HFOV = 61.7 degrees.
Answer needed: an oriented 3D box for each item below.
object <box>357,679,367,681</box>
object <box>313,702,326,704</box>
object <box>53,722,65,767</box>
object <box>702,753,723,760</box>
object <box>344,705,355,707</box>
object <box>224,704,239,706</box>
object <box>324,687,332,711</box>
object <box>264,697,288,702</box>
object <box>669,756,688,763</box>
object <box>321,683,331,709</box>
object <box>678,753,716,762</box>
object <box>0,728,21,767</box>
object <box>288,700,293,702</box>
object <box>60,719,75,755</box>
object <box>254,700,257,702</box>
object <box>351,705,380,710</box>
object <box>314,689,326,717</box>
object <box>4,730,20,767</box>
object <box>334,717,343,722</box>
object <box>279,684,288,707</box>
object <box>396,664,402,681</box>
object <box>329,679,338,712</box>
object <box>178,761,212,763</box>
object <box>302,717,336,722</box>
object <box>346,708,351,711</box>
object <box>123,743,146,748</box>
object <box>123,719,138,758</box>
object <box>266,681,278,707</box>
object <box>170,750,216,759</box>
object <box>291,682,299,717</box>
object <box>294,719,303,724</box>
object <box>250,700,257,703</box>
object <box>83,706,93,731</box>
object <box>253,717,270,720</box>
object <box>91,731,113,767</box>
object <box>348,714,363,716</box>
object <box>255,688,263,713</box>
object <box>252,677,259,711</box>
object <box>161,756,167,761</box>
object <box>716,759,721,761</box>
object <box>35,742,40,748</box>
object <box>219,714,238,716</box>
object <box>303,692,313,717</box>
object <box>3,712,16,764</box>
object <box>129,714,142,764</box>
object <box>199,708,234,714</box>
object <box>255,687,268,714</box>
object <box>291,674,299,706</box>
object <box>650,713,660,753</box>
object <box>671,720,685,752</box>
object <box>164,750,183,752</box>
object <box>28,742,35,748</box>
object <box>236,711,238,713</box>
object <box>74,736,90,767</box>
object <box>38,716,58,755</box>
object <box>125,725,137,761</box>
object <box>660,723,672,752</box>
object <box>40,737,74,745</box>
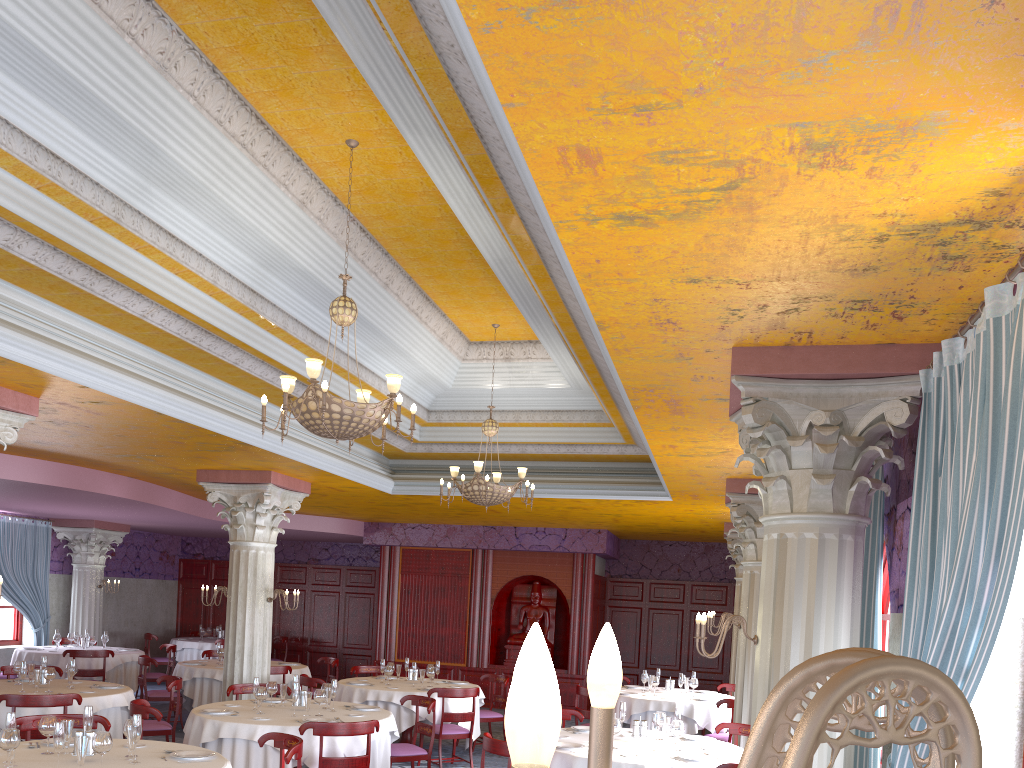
[{"bbox_3d":[-2.107,4.173,12.074,0.160,0.009,0.161,10,-16,-25],"label":"object"},{"bbox_3d":[-2.101,3.496,9.385,0.158,0.009,0.164,-1,-14,14],"label":"object"},{"bbox_3d":[-2.831,2.280,5.349,0.074,0.334,0.073,3,0,-40],"label":"object"},{"bbox_3d":[1.692,3.145,7.231,0.055,0.019,0.261,9,-15,-25],"label":"object"},{"bbox_3d":[-1.697,3.480,9.261,0.259,0.019,0.055,10,-14,-27],"label":"object"},{"bbox_3d":[-2.892,3.320,8.849,0.160,0.009,0.161,10,-16,-25],"label":"object"},{"bbox_3d":[-1.906,3.270,8.898,0.085,0.236,0.086,3,-1,17],"label":"object"},{"bbox_3d":[-2.611,3.453,9.351,0.313,0.024,0.322,4,-14,-6],"label":"object"},{"bbox_3d":[1.364,3.077,7.015,0.028,0.013,0.236,9,-15,-29],"label":"object"},{"bbox_3d":[-1.950,3.282,9.006,0.122,0.263,0.124,2,-2,28],"label":"object"},{"bbox_3d":[1.532,3.099,7.092,0.312,0.024,0.323,0,-14,14],"label":"object"},{"bbox_3d":[-3.181,2.313,5.414,0.122,0.263,0.123,3,-2,5],"label":"object"},{"bbox_3d":[-2.444,3.487,9.428,0.028,0.013,0.236,9,-15,-29],"label":"object"},{"bbox_3d":[-3.129,2.482,6.022,0.085,0.236,0.086,3,-1,17],"label":"object"},{"bbox_3d":[-2.740,3.428,9.235,0.022,0.003,0.257,11,-16,-30],"label":"object"},{"bbox_3d":[-1.558,3.445,9.101,0.315,0.024,0.320,-10,-19,42],"label":"object"},{"bbox_3d":[-1.896,3.143,8.443,0.123,0.263,0.122,4,-2,-17],"label":"object"},{"bbox_3d":[-3.227,2.351,5.522,0.085,0.236,0.086,2,-1,39],"label":"object"},{"bbox_3d":[-1.649,3.212,8.185,0.055,0.019,0.261,9,-15,-25],"label":"object"},{"bbox_3d":[-2.405,3.269,8.996,0.085,0.236,0.086,3,-1,17],"label":"object"},{"bbox_3d":[-1.620,4.122,12.221,0.085,0.236,0.086,2,-1,39],"label":"object"},{"bbox_3d":[-1.829,3.199,8.791,0.074,0.334,0.073,3,0,-17],"label":"object"},{"bbox_3d":[-2.205,2.626,5.959,0.235,0.013,0.028,12,-14,-31],"label":"object"},{"bbox_3d":[-1.809,3.166,8.046,0.312,0.024,0.323,0,-14,14],"label":"object"},{"bbox_3d":[-1.710,3.410,8.969,0.030,0.010,0.141,9,-15,-27],"label":"object"},{"bbox_3d":[-2.825,2.709,6.411,0.159,0.009,0.163,-6,-17,33],"label":"object"},{"bbox_3d":[-2.674,2.495,6.032,0.122,0.263,0.124,2,-2,28],"label":"object"},{"bbox_3d":[-2.512,3.239,8.950,0.123,0.263,0.122,4,-2,-17],"label":"object"},{"bbox_3d":[-2.282,2.658,6.127,0.312,0.024,0.323,0,-14,14],"label":"object"},{"bbox_3d":[-2.107,3.066,8.323,0.074,0.334,0.073,3,0,-40],"label":"object"},{"bbox_3d":[-1.977,3.144,7.969,0.028,0.013,0.236,9,-15,-29],"label":"object"},{"bbox_3d":[-2.771,3.412,9.212,0.055,0.019,0.261,9,-15,-25],"label":"object"},{"bbox_3d":[-3.020,2.458,6.095,0.074,0.334,0.073,3,0,-40],"label":"object"},{"bbox_3d":[-2.357,3.148,8.058,0.161,0.009,0.161,13,-17,-35],"label":"object"},{"bbox_3d":[-2.620,2.356,5.469,0.122,0.263,0.124,2,-2,28],"label":"object"},{"bbox_3d":[-1.566,3.324,8.594,0.161,0.009,0.161,13,-17,-35],"label":"object"},{"bbox_3d":[-2.503,3.138,8.496,0.085,0.236,0.086,2,-1,39],"label":"object"},{"bbox_3d":[-2.575,3.112,8.601,0.074,0.334,0.074,3,0,5],"label":"object"},{"bbox_3d":[-2.434,2.624,5.995,0.030,0.010,0.141,9,-15,-27],"label":"object"},{"bbox_3d":[1.660,3.146,7.209,0.022,0.003,0.257,11,-16,-30],"label":"object"},{"bbox_3d":[-3.464,2.641,6.261,0.022,0.003,0.257,11,-16,-30],"label":"object"},{"bbox_3d":[-2.724,3.144,8.136,0.259,0.019,0.055,10,-14,-27],"label":"object"},{"bbox_3d":[-2.004,3.139,8.398,0.085,0.236,0.086,2,-1,39],"label":"object"},{"bbox_3d":[-3.298,2.325,5.627,0.074,0.334,0.073,3,0,-40],"label":"object"},{"bbox_3d":[-2.553,2.412,5.817,0.074,0.334,0.073,3,0,-40],"label":"object"},{"bbox_3d":[-2.862,3.174,8.297,0.312,0.024,0.323,0,-14,14],"label":"object"},{"bbox_3d":[-2.457,3.100,8.388,0.122,0.263,0.123,3,-2,5],"label":"object"},{"bbox_3d":[-2.297,3.245,9.069,0.074,0.334,0.073,3,0,-40],"label":"object"},{"bbox_3d":[1.233,3.000,7.369,0.074,0.334,0.073,3,0,-40],"label":"object"},{"bbox_3d":[1.445,3.076,7.489,0.123,0.263,0.122,4,-2,-17],"label":"object"},{"bbox_3d":[-2.420,2.693,6.287,0.259,0.019,0.055,10,-14,-27],"label":"object"},{"bbox_3d":[-3.495,2.625,6.238,0.055,0.019,0.261,9,-15,-25],"label":"object"},{"bbox_3d":[-2.710,3.223,8.429,0.030,0.010,0.141,9,-15,-27],"label":"object"},{"bbox_3d":[-2.728,2.352,5.424,0.086,0.236,0.086,3,-1,-6],"label":"object"},{"bbox_3d":[-3.236,2.452,5.976,0.122,0.263,0.124,2,-2,28],"label":"object"},{"bbox_3d":[-2.630,2.483,5.924,0.086,0.236,0.085,3,-1,-28],"label":"object"},{"bbox_3d":[1.336,3.073,7.444,0.086,0.236,0.086,3,-1,-6],"label":"object"},{"bbox_3d":[-3.335,2.666,6.377,0.312,0.024,0.323,0,-14,14],"label":"object"}]
